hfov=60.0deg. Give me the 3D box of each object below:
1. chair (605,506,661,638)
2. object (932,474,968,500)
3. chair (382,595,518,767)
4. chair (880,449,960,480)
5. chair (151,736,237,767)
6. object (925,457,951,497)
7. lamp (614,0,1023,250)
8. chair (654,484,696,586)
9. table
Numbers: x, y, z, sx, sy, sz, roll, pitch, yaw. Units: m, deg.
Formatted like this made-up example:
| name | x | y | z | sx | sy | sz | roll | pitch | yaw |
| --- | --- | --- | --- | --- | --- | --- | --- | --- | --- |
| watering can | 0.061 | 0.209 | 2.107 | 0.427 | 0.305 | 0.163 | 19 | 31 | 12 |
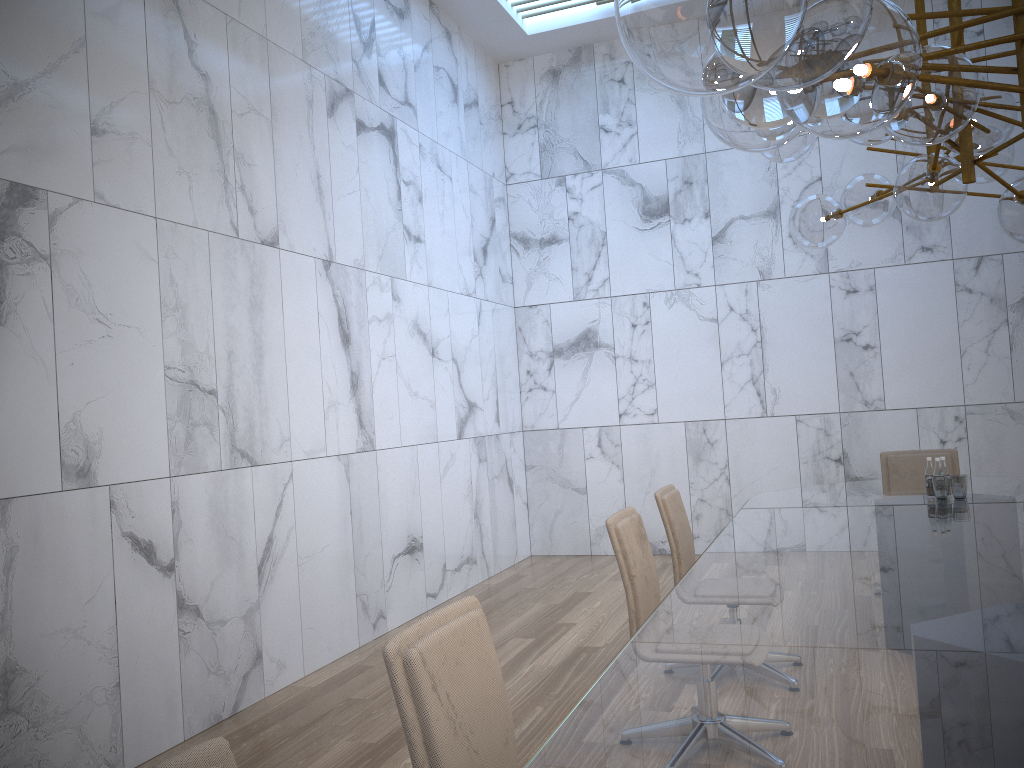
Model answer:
| name | x | y | z | sx | sy | sz | roll | pitch | yaw |
| --- | --- | --- | --- | --- | --- | --- | --- | --- | --- |
| chair | 0.755 | 1.027 | 3.673 | 0.697 | 1.000 | 0.726 | -4 | -2 | 20 |
| object | 1.494 | 0.540 | 2.457 | 0.183 | 0.117 | 5.112 | -4 | -2 | 20 |
| chair | 0.112 | 1.016 | 1.943 | 0.697 | 1.000 | 0.726 | -4 | -2 | 20 |
| chair | 2.793 | 0.962 | 5.969 | 0.726 | 1.000 | 0.697 | -4 | -2 | 21 |
| chair | -0.232 | 1.010 | 1.017 | 0.697 | 1.000 | 0.726 | -4 | -2 | 20 |
| object | 1.450 | 0.495 | 2.488 | 0.124 | 0.213 | 5.189 | -4 | -2 | 20 |
| lamp | 1.156 | -1.790 | 2.141 | 1.557 | 2.716 | 5.672 | -4 | -2 | 20 |
| chair | 1.104 | 1.033 | 4.611 | 0.697 | 1.000 | 0.726 | -4 | -2 | 20 |
| table | 1.387 | 1.015 | 2.165 | 2.092 | 0.835 | 7.924 | -4 | -2 | 20 |
